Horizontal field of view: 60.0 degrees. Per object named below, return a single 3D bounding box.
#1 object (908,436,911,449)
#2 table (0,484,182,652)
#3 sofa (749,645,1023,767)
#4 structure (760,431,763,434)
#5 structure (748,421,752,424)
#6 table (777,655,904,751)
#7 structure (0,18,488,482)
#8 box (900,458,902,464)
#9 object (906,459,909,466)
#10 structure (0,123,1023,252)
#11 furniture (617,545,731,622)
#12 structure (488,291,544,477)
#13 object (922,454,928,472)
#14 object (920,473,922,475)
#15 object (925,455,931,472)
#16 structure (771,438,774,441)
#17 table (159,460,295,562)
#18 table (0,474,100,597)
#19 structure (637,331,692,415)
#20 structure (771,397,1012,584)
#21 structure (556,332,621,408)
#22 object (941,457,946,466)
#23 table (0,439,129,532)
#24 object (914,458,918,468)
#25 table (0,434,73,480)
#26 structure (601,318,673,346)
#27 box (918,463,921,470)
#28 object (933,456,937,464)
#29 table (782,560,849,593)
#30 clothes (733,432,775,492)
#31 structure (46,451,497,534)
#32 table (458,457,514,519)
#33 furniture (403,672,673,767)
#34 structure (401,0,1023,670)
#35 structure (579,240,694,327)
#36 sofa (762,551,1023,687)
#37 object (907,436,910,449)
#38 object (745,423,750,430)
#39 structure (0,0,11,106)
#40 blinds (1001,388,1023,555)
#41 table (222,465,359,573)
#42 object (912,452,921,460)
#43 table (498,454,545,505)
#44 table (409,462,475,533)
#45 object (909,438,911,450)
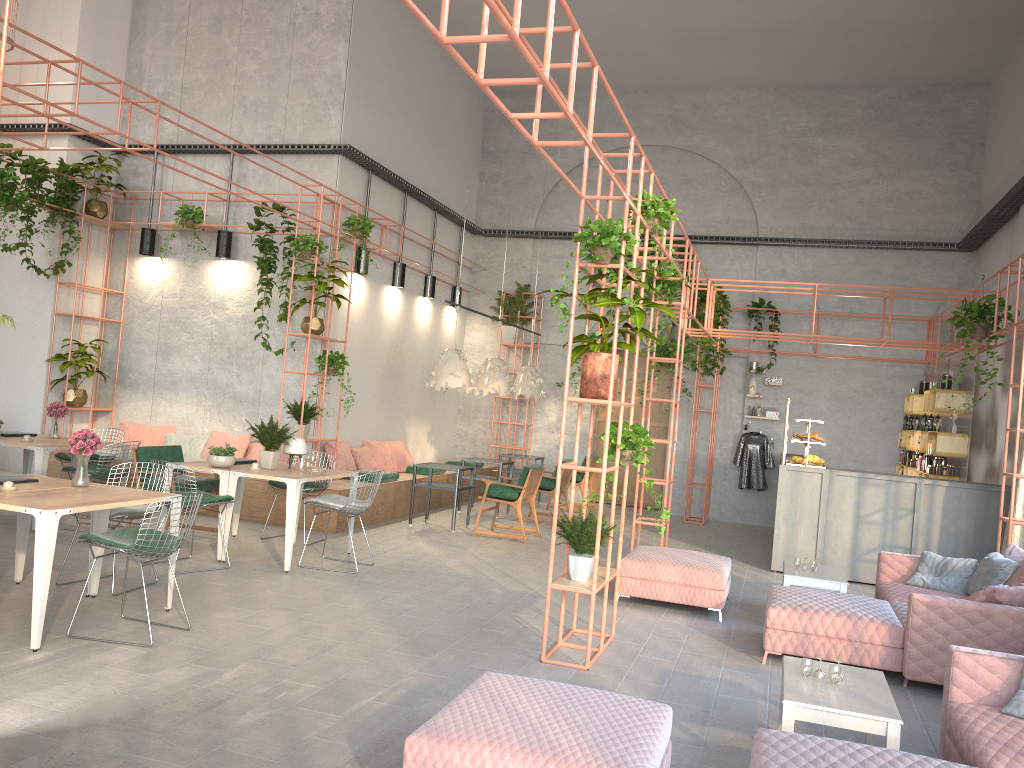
[{"bbox_3d":[5.767,0.854,12.805,0.069,0.191,0.069,6,-1,-31],"label":"object"},{"bbox_3d":[-2.901,1.154,5.866,0.694,0.830,1.214,5,-1,17],"label":"table"},{"bbox_3d":[1.976,1.628,3.566,1.960,0.672,2.219,5,-1,17],"label":"sofa"},{"bbox_3d":[4.101,0.802,14.626,0.066,0.044,0.019,5,-1,17],"label":"structure"},{"bbox_3d":[3.942,0.636,14.680,0.066,0.044,0.019,5,-1,17],"label":"structure"},{"bbox_3d":[1.594,1.721,4.403,0.520,0.455,0.916,5,-1,17],"label":"table"},{"bbox_3d":[-4.034,-0.823,11.336,4.501,4.345,14.096,5,-1,16],"label":"structure"},{"bbox_3d":[5.972,1.176,13.540,0.058,0.093,0.122,5,-1,17],"label":"box"},{"bbox_3d":[5.771,1.140,12.835,0.115,0.107,0.115,5,-1,-16],"label":"object"},{"bbox_3d":[-2.203,-3.019,8.905,15.603,0.110,15.203,5,-1,17],"label":"structure"},{"bbox_3d":[1.496,1.772,8.091,0.941,0.446,0.976,5,-1,17],"label":"furniture"},{"bbox_3d":[0.055,0.192,15.678,0.630,3.597,0.430,5,-1,17],"label":"structure"},{"bbox_3d":[5.326,1.006,11.390,0.082,0.246,0.082,6,-1,-40],"label":"object"},{"bbox_3d":[5.480,1.313,11.906,0.072,0.243,0.074,6,-1,-41],"label":"object"},{"bbox_3d":[5.309,0.980,11.310,0.066,0.291,0.066,5,-1,1],"label":"object"},{"bbox_3d":[4.270,0.908,14.571,0.066,0.044,0.019,5,-1,17],"label":"structure"},{"bbox_3d":[-2.763,1.203,8.732,0.694,0.830,1.205,5,-1,17],"label":"table"},{"bbox_3d":[-3.565,1.100,6.069,0.694,0.830,1.205,5,-1,17],"label":"table"},{"bbox_3d":[2.669,-0.234,15.240,0.950,1.527,0.921,5,-1,16],"label":"structure"},{"bbox_3d":[4.883,1.337,11.756,2.579,2.022,4.057,5,-1,17],"label":"structure"},{"bbox_3d":[1.401,-0.359,15.591,0.950,1.527,0.921,6,-1,-39],"label":"structure"},{"bbox_3d":[5.474,0.996,11.268,0.072,0.287,0.074,6,-1,-41],"label":"object"},{"bbox_3d":[-4.786,1.035,9.366,0.694,0.830,1.214,5,-1,17],"label":"table"},{"bbox_3d":[5.767,1.124,12.619,0.073,0.131,0.073,5,-1,10],"label":"object"},{"bbox_3d":[-5.450,0.980,9.569,0.694,0.830,1.205,5,-1,17],"label":"table"},{"bbox_3d":[2.116,-0.915,15.339,1.312,0.505,0.063,5,-1,17],"label":"structure"},{"bbox_3d":[5.408,1.096,11.706,0.058,0.093,0.122,5,-1,17],"label":"box"},{"bbox_3d":[5.396,0.993,11.289,0.065,0.280,0.065,6,-1,-29],"label":"object"},{"bbox_3d":[2.633,1.865,7.779,0.520,0.455,0.916,5,-1,17],"label":"table"},{"bbox_3d":[3.980,1.288,14.557,0.625,0.997,0.366,5,-1,-3],"label":"clothes"},{"bbox_3d":[-3.233,1.424,13.640,4.386,0.500,5.831,5,-1,17],"label":"structure"},{"bbox_3d":[-0.387,1.518,13.037,0.635,0.798,0.602,5,-1,17],"label":"table"},{"bbox_3d":[0.145,1.579,3.699,0.941,0.446,0.976,5,-1,17],"label":"furniture"},{"bbox_3d":[2.635,0.260,7.569,4.157,4.247,14.689,5,-1,17],"label":"structure"},{"bbox_3d":[2.163,-1.753,15.249,1.939,1.514,0.856,5,-1,11],"label":"structure"},{"bbox_3d":[3.014,1.777,6.942,1.960,0.672,2.219,5,-1,17],"label":"sofa"},{"bbox_3d":[5.791,0.858,12.884,0.069,0.191,0.069,6,-1,-31],"label":"object"},{"bbox_3d":[3.901,0.707,14.674,0.093,0.121,0.049,5,-1,20],"label":"object"},{"bbox_3d":[-3.138,-0.279,4.513,0.624,3.602,0.424,5,-1,17],"label":"structure"},{"bbox_3d":[4.662,-0.076,7.052,0.414,4.389,4.957,5,-1,18],"label":"blinds"},{"bbox_3d":[-2.099,1.258,8.530,0.694,0.830,1.214,5,-1,17],"label":"table"},{"bbox_3d":[5.823,1.038,12.754,0.115,0.107,0.115,4,-1,44],"label":"object"},{"bbox_3d":[0.128,1.592,14.712,0.635,0.798,0.602,5,-1,17],"label":"table"},{"bbox_3d":[-0.903,1.444,11.361,0.635,0.798,0.602,5,-1,17],"label":"table"},{"bbox_3d":[5.743,0.851,12.728,0.069,0.191,0.069,6,-1,-37],"label":"object"}]
